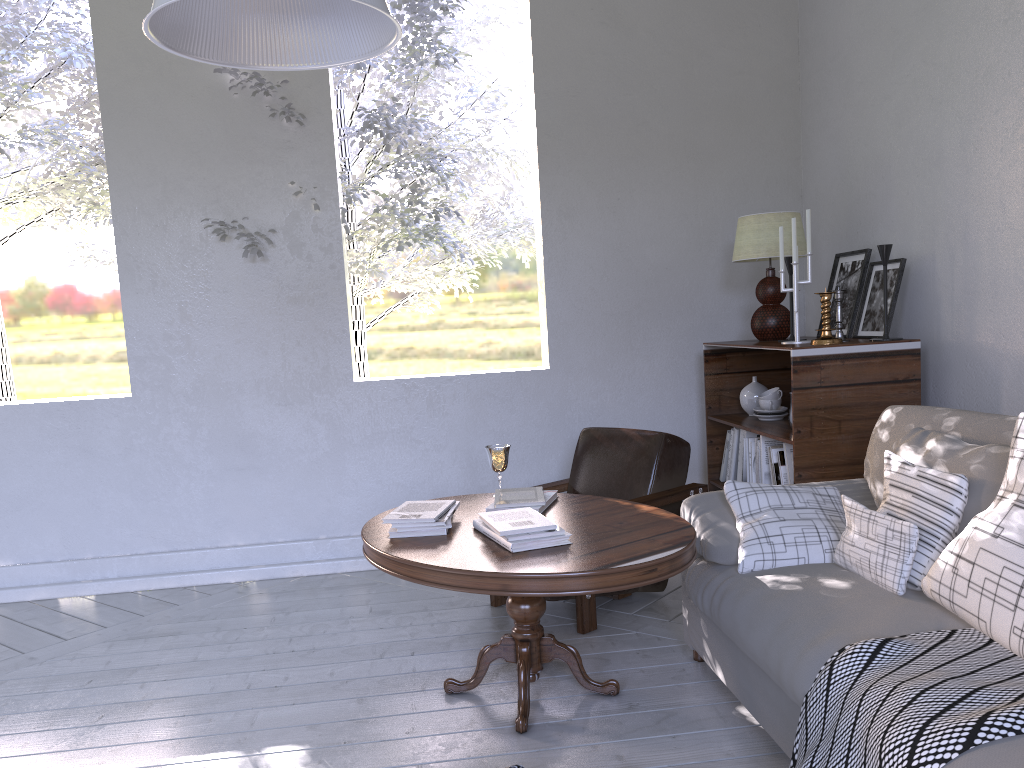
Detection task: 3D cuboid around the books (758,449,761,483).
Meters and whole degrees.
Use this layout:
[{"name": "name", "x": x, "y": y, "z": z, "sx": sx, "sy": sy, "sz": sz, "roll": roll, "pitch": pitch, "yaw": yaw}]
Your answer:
[{"name": "books", "x": 0.883, "y": 0.304, "z": 2.964, "sx": 0.115, "sy": 0.184, "sz": 0.009, "roll": -4, "pitch": 6, "yaw": -1}]

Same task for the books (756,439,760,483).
[{"name": "books", "x": 0.899, "y": 0.288, "z": 3.014, "sx": 0.131, "sy": 0.207, "sz": 0.011, "roll": -4, "pitch": 6, "yaw": -1}]

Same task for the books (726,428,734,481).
[{"name": "books", "x": 0.885, "y": 0.265, "z": 3.292, "sx": 0.161, "sy": 0.219, "sz": 0.100, "roll": -4, "pitch": 6, "yaw": -6}]

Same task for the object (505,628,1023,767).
[{"name": "object", "x": 0.383, "y": 0.637, "z": 1.490, "sx": 1.497, "sy": 0.397, "sz": 0.494, "roll": -2, "pitch": 5, "yaw": 24}]

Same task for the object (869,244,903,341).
[{"name": "object", "x": 1.128, "y": -0.274, "z": 2.675, "sx": 0.095, "sy": 0.290, "sz": 0.094, "roll": -2, "pitch": 7, "yaw": 16}]

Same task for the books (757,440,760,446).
[{"name": "books", "x": 0.899, "y": 0.289, "z": 3.003, "sx": 0.131, "sy": 0.207, "sz": 0.011, "roll": -4, "pitch": 6, "yaw": -1}]

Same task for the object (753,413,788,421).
[{"name": "object", "x": 0.928, "y": 0.117, "z": 3.176, "sx": 0.121, "sy": 0.021, "sz": 0.121, "roll": 0, "pitch": 6, "yaw": 43}]

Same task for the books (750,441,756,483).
[{"name": "books", "x": 0.886, "y": 0.292, "z": 3.047, "sx": 0.125, "sy": 0.196, "sz": 0.015, "roll": -4, "pitch": 6, "yaw": -1}]

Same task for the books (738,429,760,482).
[{"name": "books", "x": 0.898, "y": 0.264, "z": 3.142, "sx": 0.174, "sy": 0.244, "sz": 0.104, "roll": -4, "pitch": 6, "yaw": -6}]

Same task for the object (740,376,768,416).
[{"name": "object", "x": 0.910, "y": 0.045, "z": 3.315, "sx": 0.111, "sy": 0.148, "sz": 0.122, "roll": -4, "pitch": 6, "yaw": -9}]

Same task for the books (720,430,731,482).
[{"name": "books", "x": 0.875, "y": 0.267, "z": 3.334, "sx": 0.161, "sy": 0.211, "sz": 0.126, "roll": -4, "pitch": 6, "yaw": -6}]

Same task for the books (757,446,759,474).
[{"name": "books", "x": 0.890, "y": 0.300, "z": 2.992, "sx": 0.120, "sy": 0.189, "sz": 0.012, "roll": -4, "pitch": 6, "yaw": -1}]

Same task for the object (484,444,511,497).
[{"name": "object", "x": -0.038, "y": 0.254, "z": 2.584, "sx": 0.076, "sy": 0.149, "sz": 0.076, "roll": -5, "pitch": 6, "yaw": -10}]

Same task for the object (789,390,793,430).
[{"name": "object", "x": 0.969, "y": 0.043, "z": 2.826, "sx": 0.143, "sy": 0.224, "sz": 0.190, "roll": -5, "pitch": 6, "yaw": -16}]

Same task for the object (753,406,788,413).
[{"name": "object", "x": 0.927, "y": 0.097, "z": 3.178, "sx": 0.121, "sy": 0.024, "sz": 0.120, "roll": -4, "pitch": 4, "yaw": -2}]

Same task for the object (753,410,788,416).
[{"name": "object", "x": 0.928, "y": 0.107, "z": 3.175, "sx": 0.121, "sy": 0.021, "sz": 0.121, "roll": 0, "pitch": 6, "yaw": 43}]

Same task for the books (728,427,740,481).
[{"name": "books", "x": 0.884, "y": 0.261, "z": 3.230, "sx": 0.172, "sy": 0.236, "sz": 0.111, "roll": -4, "pitch": 6, "yaw": -6}]

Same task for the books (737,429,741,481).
[{"name": "books", "x": 0.900, "y": 0.261, "z": 3.185, "sx": 0.172, "sy": 0.240, "sz": 0.092, "roll": -4, "pitch": 6, "yaw": -6}]

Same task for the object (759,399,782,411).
[{"name": "object", "x": 0.924, "y": 0.076, "z": 3.174, "sx": 0.082, "sy": 0.050, "sz": 0.079, "roll": -7, "pitch": 6, "yaw": -33}]

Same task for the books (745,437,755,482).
[{"name": "books", "x": 0.877, "y": 0.285, "z": 3.071, "sx": 0.131, "sy": 0.207, "sz": 0.011, "roll": -4, "pitch": 6, "yaw": -1}]

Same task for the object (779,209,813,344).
[{"name": "object", "x": 0.914, "y": -0.343, "z": 2.850, "sx": 0.101, "sy": 0.426, "sz": 0.100, "roll": -6, "pitch": 7, "yaw": -23}]

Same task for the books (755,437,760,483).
[{"name": "books", "x": 0.898, "y": 0.285, "z": 3.030, "sx": 0.129, "sy": 0.213, "sz": 0.020, "roll": -4, "pitch": 6, "yaw": -1}]

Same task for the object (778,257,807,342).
[{"name": "object", "x": 0.957, "y": -0.289, "z": 3.035, "sx": 0.095, "sy": 0.290, "sz": 0.094, "roll": -2, "pitch": 7, "yaw": 16}]

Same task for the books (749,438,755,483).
[{"name": "books", "x": 0.885, "y": 0.286, "z": 3.060, "sx": 0.131, "sy": 0.207, "sz": 0.011, "roll": -4, "pitch": 6, "yaw": -1}]

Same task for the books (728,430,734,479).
[{"name": "books", "x": 0.883, "y": 0.260, "z": 3.262, "sx": 0.152, "sy": 0.233, "sz": 0.104, "roll": -4, "pitch": 6, "yaw": -6}]

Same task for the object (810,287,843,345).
[{"name": "object", "x": 0.958, "y": -0.209, "z": 2.702, "sx": 0.096, "sy": 0.172, "sz": 0.095, "roll": -2, "pitch": 6, "yaw": 12}]

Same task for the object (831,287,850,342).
[{"name": "object", "x": 1.023, "y": -0.218, "z": 2.770, "sx": 0.062, "sy": 0.173, "sz": 0.061, "roll": -7, "pitch": 7, "yaw": -30}]

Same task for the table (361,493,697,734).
[{"name": "table", "x": 0.033, "y": 0.566, "z": 2.232, "sx": 0.736, "sy": 0.433, "sz": 0.948, "roll": -7, "pitch": 6, "yaw": -36}]

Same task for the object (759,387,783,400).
[{"name": "object", "x": 0.923, "y": 0.048, "z": 3.170, "sx": 0.078, "sy": 0.068, "sz": 0.082, "roll": -3, "pitch": 5, "yaw": 9}]

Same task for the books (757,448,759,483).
[{"name": "books", "x": 0.885, "y": 0.304, "z": 2.981, "sx": 0.115, "sy": 0.183, "sz": 0.009, "roll": -4, "pitch": 6, "yaw": -1}]

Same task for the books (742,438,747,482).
[{"name": "books", "x": 0.860, "y": 0.286, "z": 3.097, "sx": 0.120, "sy": 0.208, "sz": 0.026, "roll": -5, "pitch": 7, "yaw": -11}]
